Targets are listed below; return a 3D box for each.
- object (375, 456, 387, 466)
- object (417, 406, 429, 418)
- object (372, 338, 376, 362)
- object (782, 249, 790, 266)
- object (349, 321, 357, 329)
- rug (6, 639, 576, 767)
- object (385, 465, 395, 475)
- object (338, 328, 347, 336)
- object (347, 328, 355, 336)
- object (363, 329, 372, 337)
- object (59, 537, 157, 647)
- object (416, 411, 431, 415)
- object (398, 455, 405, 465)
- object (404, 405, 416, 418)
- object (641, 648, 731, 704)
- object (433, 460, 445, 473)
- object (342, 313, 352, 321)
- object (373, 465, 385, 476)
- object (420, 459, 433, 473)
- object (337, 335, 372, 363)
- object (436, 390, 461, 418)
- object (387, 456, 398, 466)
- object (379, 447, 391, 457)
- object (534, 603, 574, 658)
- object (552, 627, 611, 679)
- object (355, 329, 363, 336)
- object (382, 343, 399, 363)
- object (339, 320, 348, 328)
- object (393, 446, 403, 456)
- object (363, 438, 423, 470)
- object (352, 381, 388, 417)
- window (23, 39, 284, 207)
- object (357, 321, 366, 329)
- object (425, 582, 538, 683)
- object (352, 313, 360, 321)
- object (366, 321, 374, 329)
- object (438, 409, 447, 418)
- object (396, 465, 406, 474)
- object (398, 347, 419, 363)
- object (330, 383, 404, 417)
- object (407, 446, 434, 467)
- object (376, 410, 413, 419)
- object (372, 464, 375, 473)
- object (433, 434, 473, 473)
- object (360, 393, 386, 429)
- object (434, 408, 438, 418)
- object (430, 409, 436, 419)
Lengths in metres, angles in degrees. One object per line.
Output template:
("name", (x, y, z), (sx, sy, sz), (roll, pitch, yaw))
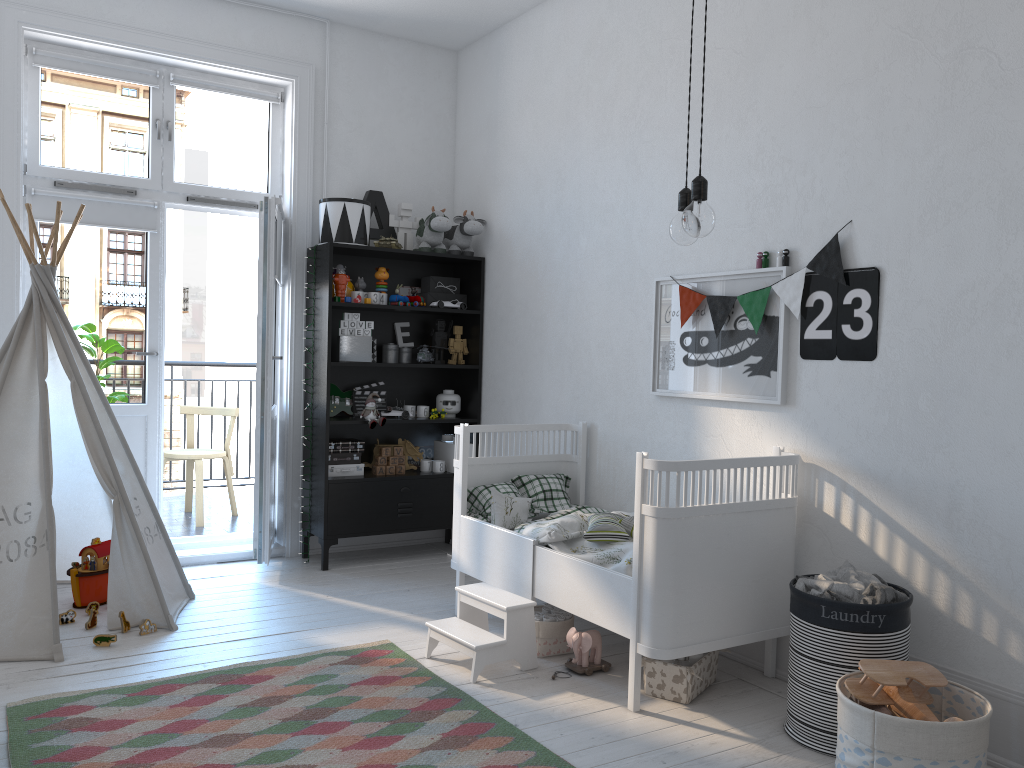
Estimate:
("object", (-0.711, 0.416, 4.817), (0.050, 0.050, 0.050), (0, 2, -32))
("object", (-0.495, 0.156, 4.926), (0.067, 0.067, 0.067), (1, 2, -18))
("object", (-0.792, -0.189, 4.947), (0.070, 0.135, 0.028), (0, 3, -32))
("object", (0.977, -0.450, 3.160), (0.025, 0.064, 0.025), (0, 3, -39))
("object", (-0.836, -0.311, 4.652), (0.040, 0.040, 0.040), (1, 2, -12))
("rug", (-0.501, 1.033, 2.254), (1.320, 0.016, 2.028), (1, 2, -32))
("object", (-0.667, 0.467, 4.824), (0.050, 0.050, 0.050), (1, 2, -27))
("object", (-0.886, -0.272, 4.638), (0.040, 0.040, 0.040), (1, 2, -17))
("object", (-0.851, -0.271, 4.657), (0.040, 0.040, 0.040), (1, 2, -27))
("object", (-0.763, -0.269, 4.677), (0.040, 0.040, 0.040), (2, 2, -2))
("object", (-1.680, 0.822, 3.686), (0.385, 0.284, 0.856), (0, 2, -40))
("object", (-0.541, 0.166, 5.083), (0.163, 0.034, 0.069), (1, 2, -32))
("object", (-0.622, 0.417, 4.881), (0.050, 0.050, 0.050), (0, 2, -32))
("object", (-0.570, 0.154, 4.934), (0.067, 0.067, 0.067), (1, 2, -18))
("object", (0.588, 0.966, 3.057), (0.242, 0.163, 0.360), (3, 2, 33))
("object", (-0.408, 0.462, 4.946), (0.067, 0.067, 0.067), (1, 2, -18))
("object", (-0.862, -0.352, 4.642), (0.040, 0.040, 0.040), (1, 2, -27))
("object", (-0.717, 0.467, 4.792), (0.050, 0.050, 0.050), (0, 2, -32))
("object", (-0.479, 0.459, 4.966), (0.067, 0.067, 0.067), (1, 2, -18))
("object", (-0.835, -0.184, 4.696), (0.170, 0.138, 0.124), (1, 2, -17))
("object", (-0.364, 0.114, 5.066), (0.139, 0.162, 0.139), (3, 2, 33))
("object", (-0.653, 0.418, 4.830), (0.050, 0.050, 0.050), (0, 2, -32))
("object", (-0.691, 0.367, 4.818), (0.050, 0.050, 0.050), (0, 2, -32))
("object", (0.128, 0.950, 3.437), (0.215, 0.148, 0.240), (1, 2, -25))
("object", (0.235, 0.959, 3.185), (0.254, 0.152, 0.125), (0, 2, -33))
("object", (-0.807, -0.270, 4.663), (0.040, 0.040, 0.040), (1, 2, -17))
("object", (-0.682, -0.174, 4.976), (0.095, 0.110, 0.095), (1, 2, -28))
("object", (-0.879, -0.312, 4.639), (0.040, 0.040, 0.040), (1, 2, -22))
("object", (-0.625, 0.368, 4.862), (0.050, 0.050, 0.050), (1, 2, -12))
("object", (-0.663, 0.397, 4.980), (0.337, 0.186, 0.111), (1, 2, -17))
("object", (-0.789, 0.084, 4.922), (0.201, 0.199, 0.048), (0, 2, -32))
("window", (-1.784, -1.293, 4.527), (1.263, 0.660, 0.101), (1, 2, -32))
("object", (-0.793, -0.310, 4.665), (0.040, 0.040, 0.040), (2, 2, -2))
("object", (-0.111, 0.899, 3.250), (0.288, 0.246, 0.332), (0, 2, -37))
("object", (-0.822, -0.351, 4.654), (0.040, 0.040, 0.040), (1, 2, -22))
("object", (-0.750, -0.309, 4.679), (0.040, 0.040, 0.040), (1, 2, -7))
("object", (-0.387, 0.165, 4.958), (0.042, 0.054, 0.031), (2, 2, 13))
("object", (-0.611, 0.468, 4.859), (0.050, 0.050, 0.050), (2, 2, -2))
("object", (-0.554, -0.162, 4.958), (0.078, 0.091, 0.246), (0, 2, -38))
("object", (-0.839, 0.114, 4.924), (0.542, 0.239, 0.093), (1, 2, -32))
("object", (-0.582, 0.423, 5.137), (0.347, 0.120, 0.034), (1, 2, -32))
("object", (-0.656, 0.164, 4.834), (0.230, 0.048, 0.098), (1, 2, -7))
("object", (-0.733, 0.465, 4.847), (0.050, 0.050, 0.050), (0, 2, -32))
("object", (-0.333, 0.394, 5.084), (0.132, 0.199, 0.267), (0, 2, -32))
("object", (-0.725, 0.140, 4.651), (0.129, 0.186, 0.110), (4, 3, 45))
("object", (-0.429, 0.163, 4.967), (0.042, 0.054, 0.031), (0, 2, -32))
("object", (-0.436, 0.165, 4.900), (0.031, 0.054, 0.042), (2, 2, 18))
